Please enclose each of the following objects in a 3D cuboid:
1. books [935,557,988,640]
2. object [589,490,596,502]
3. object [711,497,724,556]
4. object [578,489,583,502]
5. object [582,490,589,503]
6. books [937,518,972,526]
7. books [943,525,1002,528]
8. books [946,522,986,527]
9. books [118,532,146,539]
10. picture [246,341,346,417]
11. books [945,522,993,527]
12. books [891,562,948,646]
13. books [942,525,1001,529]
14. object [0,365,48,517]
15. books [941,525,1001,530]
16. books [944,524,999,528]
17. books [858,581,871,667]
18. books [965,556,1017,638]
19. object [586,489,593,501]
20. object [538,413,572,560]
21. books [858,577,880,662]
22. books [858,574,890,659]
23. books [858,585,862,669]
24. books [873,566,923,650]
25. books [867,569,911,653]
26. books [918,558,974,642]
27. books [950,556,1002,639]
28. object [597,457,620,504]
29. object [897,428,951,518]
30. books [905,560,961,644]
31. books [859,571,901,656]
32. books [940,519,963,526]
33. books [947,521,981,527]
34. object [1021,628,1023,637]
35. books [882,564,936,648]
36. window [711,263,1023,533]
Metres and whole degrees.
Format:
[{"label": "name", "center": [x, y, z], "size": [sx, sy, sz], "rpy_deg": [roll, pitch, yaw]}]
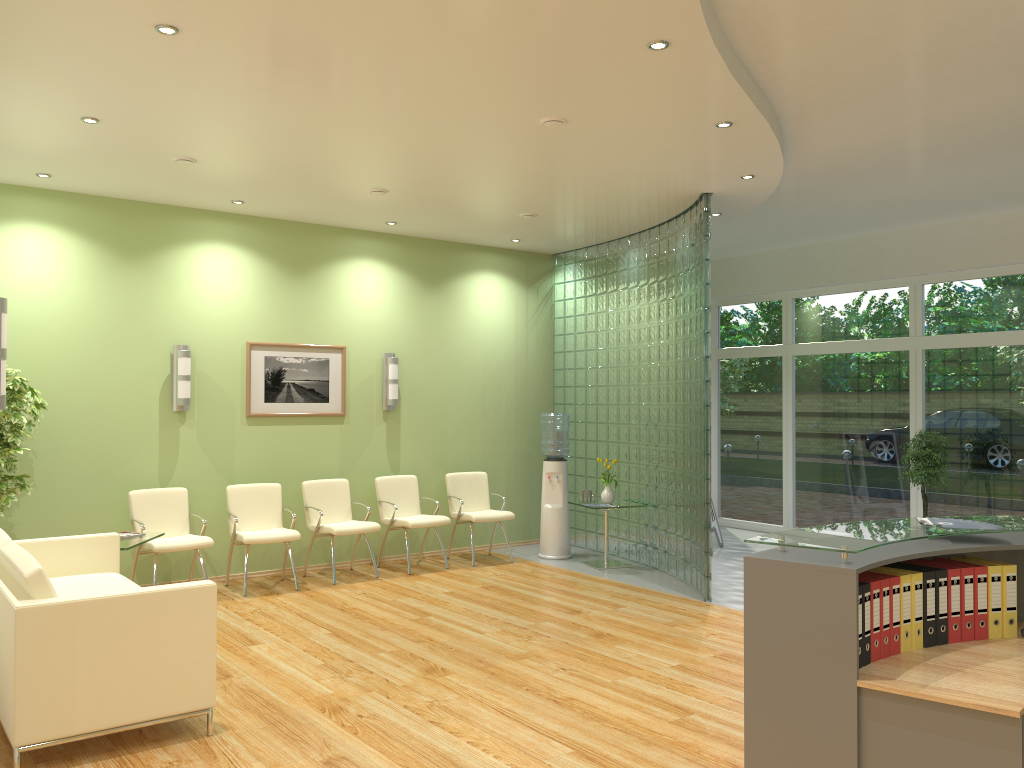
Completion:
[{"label": "books", "center": [1.800, 0.854, 3.553], "size": [0.063, 0.282, 0.231], "rpy_deg": [0, -1, -13]}, {"label": "object", "center": [0.818, 1.137, 8.985], "size": [0.071, 0.119, 0.072], "rpy_deg": [1, -1, -37]}, {"label": "object", "center": [1.966, 1.189, 9.817], "size": [0.606, 1.285, 0.848], "rpy_deg": [0, -1, 23]}, {"label": "object", "center": [0.710, 1.137, 9.034], "size": [0.071, 0.119, 0.072], "rpy_deg": [1, -1, -37]}, {"label": "object", "center": [0.739, 1.136, 8.956], "size": [0.071, 0.119, 0.072], "rpy_deg": [1, -1, -37]}, {"label": "books", "center": [1.795, 0.568, 3.659], "size": [0.150, 0.004, 0.210], "rpy_deg": [-1, -1, 38]}, {"label": "books", "center": [1.835, 0.567, 3.579], "size": [0.210, 0.004, 0.150], "rpy_deg": [0, -1, -2]}, {"label": "books", "center": [1.819, 0.568, 3.631], "size": [0.210, 0.004, 0.150], "rpy_deg": [1, -1, -32]}, {"label": "books", "center": [-2.942, 1.124, 6.601], "size": [0.230, 0.031, 0.328], "rpy_deg": [0, -1, 29]}, {"label": "picture", "center": [-2.043, -0.037, 8.464], "size": [1.000, 0.700, 0.025], "rpy_deg": [1, -1, -37]}, {"label": "books", "center": [1.827, 0.568, 3.615], "size": [0.210, 0.004, 0.150], "rpy_deg": [1, -1, -22]}, {"label": "books", "center": [1.572, 0.851, 3.461], "size": [0.062, 0.282, 0.233], "rpy_deg": [1, -1, -37]}, {"label": "books", "center": [1.833, 0.567, 3.561], "size": [0.210, 0.004, 0.150], "rpy_deg": [0, -1, 8]}, {"label": "object", "center": [-3.758, 0.799, 6.454], "size": [0.668, 1.900, 0.943], "rpy_deg": [1, -1, -28]}, {"label": "books", "center": [1.829, 0.567, 3.543], "size": [0.210, 0.004, 0.150], "rpy_deg": [0, -1, 18]}, {"label": "books", "center": [1.832, 0.568, 3.597], "size": [0.210, 0.004, 0.150], "rpy_deg": [0, -1, -12]}, {"label": "books", "center": [1.173, 0.845, 3.197], "size": [0.063, 0.282, 0.231], "rpy_deg": [1, -1, -41]}, {"label": "books", "center": [1.913, 0.855, 3.579], "size": [0.062, 0.282, 0.233], "rpy_deg": [1, -1, -24]}, {"label": "object", "center": [0.790, 1.138, 9.060], "size": [0.071, 0.119, 0.072], "rpy_deg": [1, -1, -37]}, {"label": "object", "center": [0.455, 1.063, 9.322], "size": [0.353, 1.506, 0.353], "rpy_deg": [1, -1, -30]}, {"label": "books", "center": [1.232, 0.846, 3.251], "size": [0.063, 0.282, 0.231], "rpy_deg": [1, -1, -36]}, {"label": "books", "center": [1.284, 0.847, 3.291], "size": [0.063, 0.282, 0.231], "rpy_deg": [1, -1, -36]}, {"label": "books", "center": [1.125, 0.844, 3.149], "size": [0.063, 0.282, 0.231], "rpy_deg": [1, -1, -41]}, {"label": "books", "center": [1.444, 0.850, 3.395], "size": [0.062, 0.282, 0.233], "rpy_deg": [1, -2, -42]}, {"label": "books", "center": [1.383, 0.849, 3.359], "size": [0.062, 0.282, 0.233], "rpy_deg": [1, -2, -43]}, {"label": "books", "center": [1.728, 0.853, 3.531], "size": [0.063, 0.282, 0.231], "rpy_deg": [0, -1, -18]}, {"label": "books", "center": [1.869, 0.854, 3.573], "size": [0.063, 0.282, 0.231], "rpy_deg": [0, -1, -10]}, {"label": "object", "center": [0.962, 0.965, 8.874], "size": [0.219, 0.459, 0.201], "rpy_deg": [0, -1, -7]}, {"label": "object", "center": [4.110, 1.127, 8.837], "size": [0.503, 1.376, 0.590], "rpy_deg": [-1, -1, 34]}, {"label": "books", "center": [1.664, 0.853, 3.505], "size": [0.063, 0.282, 0.231], "rpy_deg": [0, -1, -18]}, {"label": "books", "center": [1.345, 0.848, 3.335], "size": [0.063, 0.282, 0.231], "rpy_deg": [1, -1, -31]}, {"label": "books", "center": [1.780, 0.569, 3.669], "size": [0.150, 0.004, 0.210], "rpy_deg": [0, -1, 28]}, {"label": "books", "center": [1.808, 0.568, 3.646], "size": [0.210, 0.004, 0.150], "rpy_deg": [1, -2, -42]}, {"label": "object", "center": [2.099, 0.950, 3.310], "size": [0.279, 0.081, 0.411], "rpy_deg": [0, -1, 13]}, {"label": "books", "center": [1.511, 0.851, 3.430], "size": [0.062, 0.282, 0.233], "rpy_deg": [1, -1, -37]}, {"label": "window", "center": [5.497, 0.304, 8.092], "size": [0.092, 3.000, 9.401], "rpy_deg": [1, -1, -37]}]
